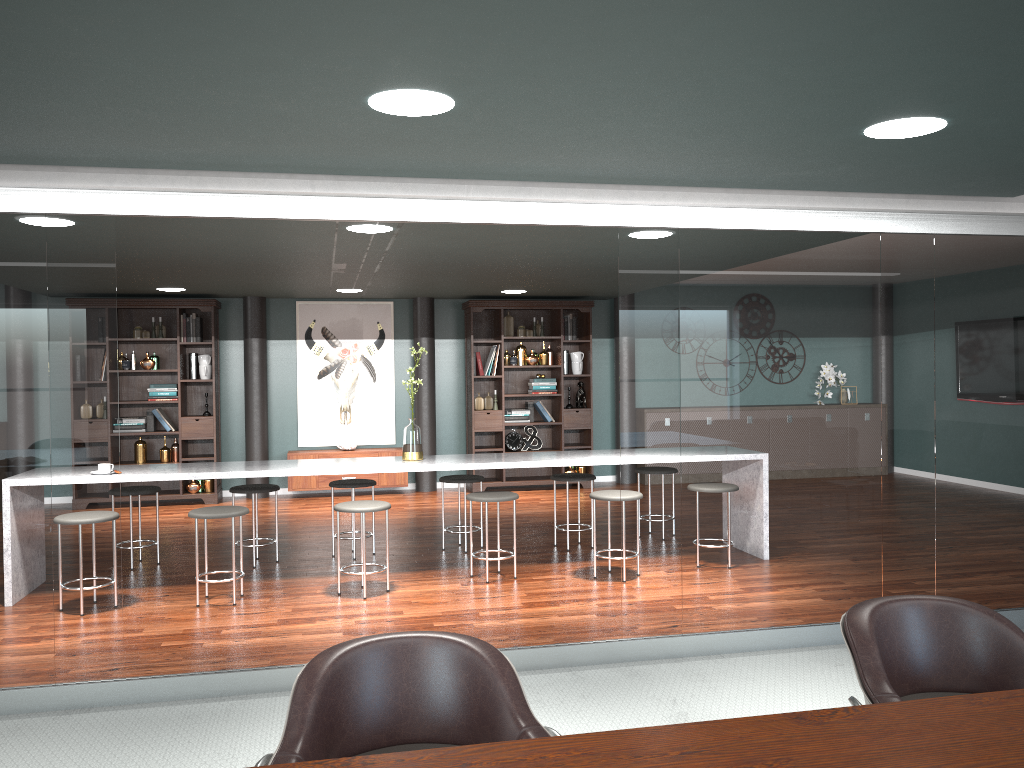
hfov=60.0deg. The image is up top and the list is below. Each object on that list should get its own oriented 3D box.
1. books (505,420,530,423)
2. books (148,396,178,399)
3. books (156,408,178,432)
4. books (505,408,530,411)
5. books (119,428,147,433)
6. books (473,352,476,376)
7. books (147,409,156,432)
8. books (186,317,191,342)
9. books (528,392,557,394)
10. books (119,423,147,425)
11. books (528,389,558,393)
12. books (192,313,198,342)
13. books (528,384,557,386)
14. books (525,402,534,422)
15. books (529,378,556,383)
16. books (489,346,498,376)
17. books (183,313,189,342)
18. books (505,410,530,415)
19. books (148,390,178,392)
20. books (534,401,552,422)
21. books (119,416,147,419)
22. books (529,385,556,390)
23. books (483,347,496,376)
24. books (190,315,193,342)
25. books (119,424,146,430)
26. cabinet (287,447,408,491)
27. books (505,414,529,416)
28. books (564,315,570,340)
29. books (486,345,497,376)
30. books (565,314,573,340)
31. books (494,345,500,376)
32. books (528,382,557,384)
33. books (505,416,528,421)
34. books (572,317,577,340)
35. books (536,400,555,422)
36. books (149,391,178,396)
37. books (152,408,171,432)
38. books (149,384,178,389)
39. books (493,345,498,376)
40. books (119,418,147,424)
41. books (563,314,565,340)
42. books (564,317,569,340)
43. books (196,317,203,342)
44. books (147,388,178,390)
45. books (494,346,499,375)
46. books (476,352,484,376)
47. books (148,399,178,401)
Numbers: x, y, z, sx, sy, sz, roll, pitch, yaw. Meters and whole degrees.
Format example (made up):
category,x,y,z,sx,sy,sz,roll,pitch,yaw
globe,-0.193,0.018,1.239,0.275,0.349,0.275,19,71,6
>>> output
category,x,y,z,sx,sy,sz,roll,pitch,yaw
books,0.031,0.393,9.386,0.286,0.027,0.184,-1,1,-12
books,-3.396,0.131,8.677,0.286,0.027,0.184,-1,1,-12
books,-3.371,0.347,8.661,0.166,0.228,0.205,-1,1,-12
books,0.039,0.270,9.385,0.268,0.016,0.205,-1,1,-12
books,-3.692,0.451,8.591,0.286,0.027,0.184,-1,1,-12
books,-0.415,-0.208,9.298,0.042,0.248,0.194,-1,1,-12
books,-3.535,0.354,8.694,0.063,0.214,0.139,-1,1,-12
books,-3.163,-0.527,8.707,0.042,0.248,0.194,-1,1,-12
books,0.324,0.095,9.471,0.268,0.016,0.205,-1,1,-12
books,-3.695,0.386,8.589,0.268,0.016,0.205,-1,1,-12
books,0.327,0.073,9.471,0.286,0.027,0.184,-1,1,-12
books,-3.111,-0.548,8.718,0.027,0.286,0.184,-1,1,-12
books,0.323,0.008,9.469,0.268,0.016,0.205,-1,1,-12
books,0.187,0.296,9.489,0.063,0.214,0.139,-1,1,-12
books,0.326,-0.037,9.469,0.248,0.042,0.194,-1,1,-12
books,-0.200,-0.243,9.342,0.063,0.309,0.210,-1,1,-12
books,-3.198,-0.546,8.700,0.027,0.286,0.184,-1,1,-12
books,0.050,0.299,9.388,0.248,0.042,0.194,-1,1,-12
books,-3.399,0.066,8.674,0.268,0.016,0.205,-1,1,-12
books,0.318,0.292,9.449,0.176,0.227,0.194,-1,1,-12
books,-3.683,0.328,8.591,0.268,0.016,0.205,-1,1,-12
books,0.324,0.037,9.469,0.248,0.042,0.194,-1,1,-12
books,-0.244,-0.236,9.338,0.115,0.296,0.210,-1,1,-12
books,-3.134,-0.538,8.713,0.016,0.268,0.205,-1,1,-12
books,-3.694,0.416,8.589,0.248,0.042,0.194,-1,1,-12
cabinet,-1.692,0.875,9.159,1.200,0.379,0.368,-1,1,-12
books,0.027,0.328,9.384,0.268,0.016,0.205,-1,1,-12
books,0.588,-0.596,9.508,0.016,0.268,0.205,-1,1,-12
books,-0.220,-0.246,9.338,0.090,0.316,0.197,-1,1,-12
books,0.611,-0.605,9.513,0.027,0.286,0.184,-1,1,-12
books,-0.175,-0.250,9.343,0.062,0.322,0.197,-1,1,-12
books,0.321,-0.008,9.463,0.268,0.016,0.205,-1,1,-12
books,0.028,0.358,9.384,0.248,0.042,0.194,-1,1,-12
books,0.646,-0.586,9.520,0.042,0.248,0.194,-1,1,-12
books,0.351,0.290,9.456,0.166,0.228,0.205,-1,1,-12
books,-3.398,0.095,8.675,0.248,0.042,0.194,-1,1,-12
books,-3.404,0.350,8.654,0.176,0.227,0.194,-1,1,-12
books,-3.396,0.021,8.674,0.248,0.042,0.194,-1,1,-12
books,-0.190,-0.250,9.341,0.062,0.322,0.197,-1,1,-12
books,-3.672,0.357,8.593,0.248,0.042,0.194,-1,1,-12
books,0.524,-0.604,9.494,0.027,0.286,0.184,-1,1,-12
books,0.559,-0.585,9.501,0.042,0.248,0.194,-1,1,-12
books,-3.076,-0.528,8.725,0.042,0.248,0.194,-1,1,-12
books,-3.401,0.050,8.668,0.268,0.016,0.205,-1,1,-12
books,-0.185,-0.244,9.344,0.063,0.309,0.210,-1,1,-12
books,-0.353,-0.211,9.311,0.084,0.252,0.194,-1,1,-12
books,-3.398,0.153,8.676,0.268,0.016,0.205,-1,1,-12
